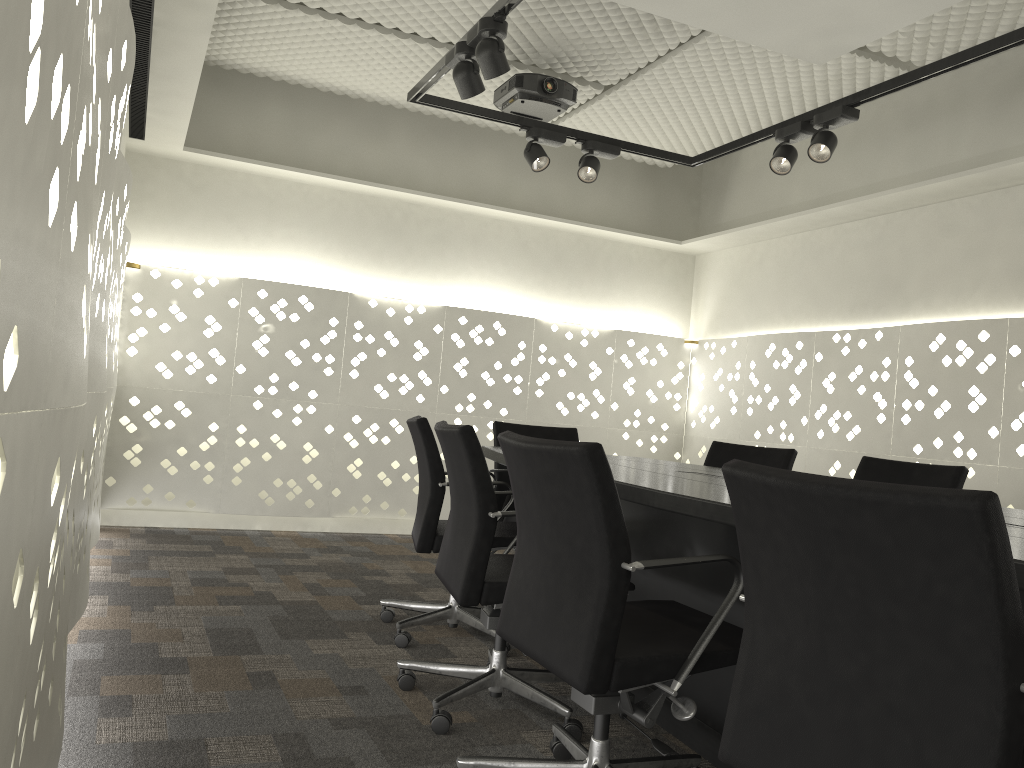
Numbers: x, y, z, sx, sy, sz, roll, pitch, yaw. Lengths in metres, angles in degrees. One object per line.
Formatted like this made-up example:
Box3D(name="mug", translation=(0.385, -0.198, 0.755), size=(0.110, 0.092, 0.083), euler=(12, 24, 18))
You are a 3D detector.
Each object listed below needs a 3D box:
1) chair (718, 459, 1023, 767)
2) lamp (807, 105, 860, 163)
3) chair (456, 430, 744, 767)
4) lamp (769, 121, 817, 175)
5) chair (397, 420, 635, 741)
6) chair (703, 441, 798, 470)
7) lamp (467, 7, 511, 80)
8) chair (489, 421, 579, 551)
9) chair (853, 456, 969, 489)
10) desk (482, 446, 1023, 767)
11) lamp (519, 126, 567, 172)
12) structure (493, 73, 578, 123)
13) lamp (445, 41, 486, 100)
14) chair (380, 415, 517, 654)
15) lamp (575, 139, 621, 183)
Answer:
Box3D(name="chair", translation=(0.563, 0.510, 1.240), size=(0.579, 0.757, 0.559), euler=(6, -2, -24))
Box3D(name="lamp", translation=(1.223, -0.973, 3.438), size=(0.126, 0.224, 0.213), euler=(6, -2, -20))
Box3D(name="chair", translation=(0.215, 0.499, 1.842), size=(0.579, 0.757, 0.559), euler=(6, -2, -19))
Box3D(name="lamp", translation=(1.134, -0.974, 3.643), size=(0.126, 0.224, 0.213), euler=(6, -2, -20))
Box3D(name="chair", translation=(0.005, 0.500, 2.443), size=(0.579, 0.757, 0.559), euler=(5, -2, -9))
Box3D(name="chair", translation=(0.828, 0.613, 3.572), size=(0.579, 0.757, 0.559), euler=(6, -2, -34))
Box3D(name="lamp", translation=(-0.066, -1.107, 2.932), size=(0.126, 0.224, 0.213), euler=(6, -2, -20))
Box3D(name="chair", translation=(0.170, 0.561, 3.804), size=(0.559, 0.757, 0.579), euler=(6, -2, -19))
Box3D(name="chair", translation=(1.203, 0.627, 2.999), size=(0.579, 0.757, 0.559), euler=(6, -2, -24))
Box3D(name="desk", translation=(0.851, 0.618, 2.157), size=(1.223, 0.658, 3.364), euler=(6, -2, -23))
Box3D(name="lamp", translation=(0.134, -1.054, 3.958), size=(0.213, 0.224, 0.126), euler=(6, -2, -20))
Box3D(name="structure", translation=(0.106, -1.384, 4.299), size=(0.327, 0.144, 0.371), euler=(6, -2, -23))
Box3D(name="lamp", translation=(-0.155, -1.108, 3.137), size=(0.126, 0.224, 0.213), euler=(6, -2, -20))
Box3D(name="chair", translation=(-0.158, 0.509, 3.163), size=(0.579, 0.757, 0.559), euler=(5, -2, -4))
Box3D(name="lamp", translation=(0.390, -1.027, 4.079), size=(0.214, 0.224, 0.118), euler=(7, -2, -35))
